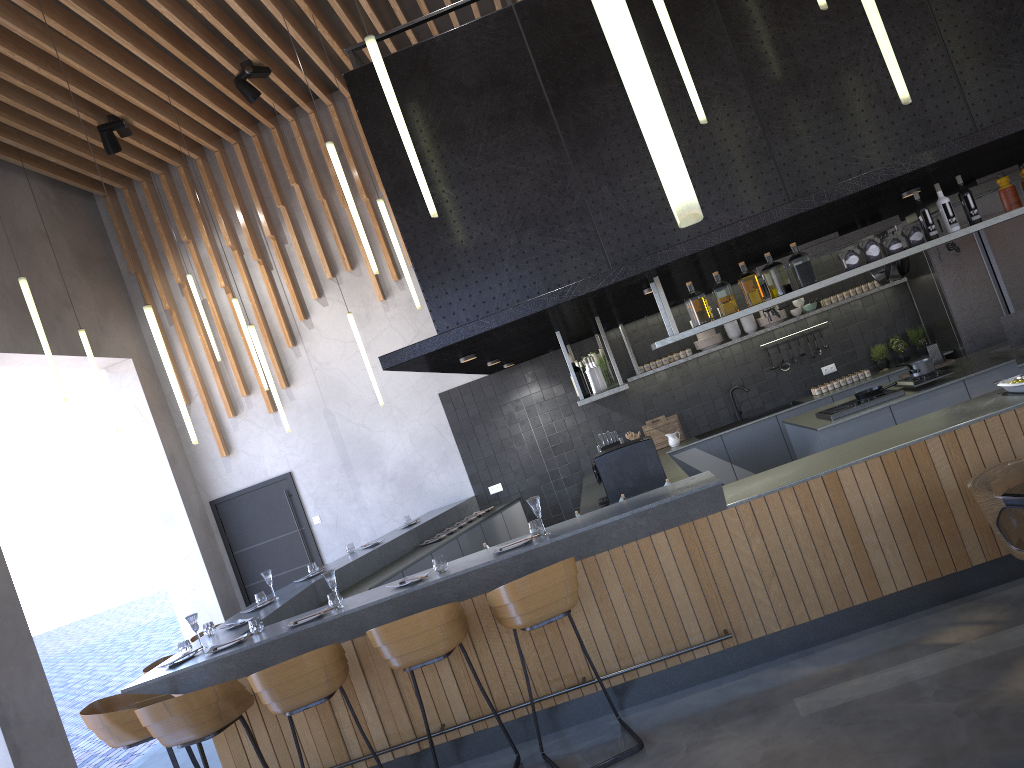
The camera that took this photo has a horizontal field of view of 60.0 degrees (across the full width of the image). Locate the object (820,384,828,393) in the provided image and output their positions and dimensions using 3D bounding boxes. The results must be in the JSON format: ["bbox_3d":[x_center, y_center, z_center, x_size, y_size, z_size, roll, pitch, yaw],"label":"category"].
[{"bbox_3d":[3.246,0.049,9.228,0.062,0.078,0.062,-20,-2,10],"label":"object"}]

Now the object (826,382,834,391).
[{"bbox_3d":[3.308,0.026,9.222,0.062,0.078,0.062,-20,-2,10],"label":"object"}]

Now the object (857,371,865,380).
[{"bbox_3d":[3.617,-0.088,9.193,0.062,0.078,0.062,-20,-2,10],"label":"object"}]

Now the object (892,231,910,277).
[{"bbox_3d":[3.079,-1.037,7.044,0.070,0.372,0.243,-20,-2,5],"label":"object"}]

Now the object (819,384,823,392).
[{"bbox_3d":[3.253,0.048,9.296,0.062,0.078,0.062,-20,-2,10],"label":"object"}]

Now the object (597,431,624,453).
[{"bbox_3d":[1.076,0.699,9.585,0.322,0.371,0.067,-20,-2,5],"label":"object"}]

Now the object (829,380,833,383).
[{"bbox_3d":[3.384,0.002,9.356,0.062,0.078,0.062,-20,-2,10],"label":"object"}]

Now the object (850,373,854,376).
[{"bbox_3d":[3.562,-0.066,9.267,0.062,0.078,0.062,-20,-2,10],"label":"object"}]

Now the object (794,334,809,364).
[{"bbox_3d":[3.077,-0.377,9.451,0.068,0.337,0.024,-20,-2,5],"label":"object"}]

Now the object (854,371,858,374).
[{"bbox_3d":[3.630,-0.089,9.333,0.062,0.078,0.062,-20,-2,10],"label":"object"}]

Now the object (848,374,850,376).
[{"bbox_3d":[3.569,-0.066,9.338,0.062,0.078,0.062,-20,-2,10],"label":"object"}]

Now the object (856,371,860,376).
[{"bbox_3d":[3.624,-0.089,9.261,0.062,0.078,0.062,-20,-2,10],"label":"object"}]

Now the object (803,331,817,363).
[{"bbox_3d":[3.174,-0.399,9.442,0.033,0.363,0.024,-20,-2,5],"label":"object"}]

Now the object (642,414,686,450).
[{"bbox_3d":[1.640,0.515,9.605,0.400,0.330,0.098,-20,-2,5],"label":"object"}]

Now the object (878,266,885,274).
[{"bbox_3d":[3.085,-1.069,7.481,0.103,0.280,0.103,-20,-2,-9],"label":"object"}]

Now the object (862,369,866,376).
[{"bbox_3d":[3.685,-0.111,9.255,0.062,0.078,0.062,-20,-2,10],"label":"object"}]

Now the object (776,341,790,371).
[{"bbox_3d":[2.871,-0.302,9.467,0.104,0.336,0.031,-20,-2,4],"label":"object"}]

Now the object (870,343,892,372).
[{"bbox_3d":[3.873,-0.286,9.297,0.211,0.283,0.221,-21,-2,18],"label":"object"}]

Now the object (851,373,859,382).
[{"bbox_3d":[3.556,-0.065,9.199,0.062,0.078,0.062,-20,-2,10],"label":"object"}]

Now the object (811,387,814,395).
[{"bbox_3d":[3.195,0.072,9.374,0.062,0.078,0.062,-20,-2,10],"label":"object"}]

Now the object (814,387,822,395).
[{"bbox_3d":[3.182,0.072,9.234,0.062,0.078,0.062,-20,-2,10],"label":"object"}]

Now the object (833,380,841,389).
[{"bbox_3d":[3.371,0.003,9.217,0.062,0.078,0.062,-20,-2,10],"label":"object"}]

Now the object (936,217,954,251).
[{"bbox_3d":[3.509,-1.218,7.202,0.038,0.306,0.062,-20,-2,5],"label":"object"}]

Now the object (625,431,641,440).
[{"bbox_3d":[1.338,0.638,9.546,0.158,0.303,0.175,-20,-2,8],"label":"object"}]

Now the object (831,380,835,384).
[{"bbox_3d":[3.377,0.003,9.284,0.062,0.078,0.062,-20,-2,10],"label":"object"}]

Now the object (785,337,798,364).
[{"bbox_3d":[2.973,-0.355,9.454,0.062,0.306,0.038,-20,-2,5],"label":"object"}]

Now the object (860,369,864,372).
[{"bbox_3d":[3.692,-0.112,9.327,0.062,0.078,0.062,-20,-2,10],"label":"object"}]

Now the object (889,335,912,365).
[{"bbox_3d":[4.052,-0.367,9.273,0.172,0.311,0.179,-21,-2,16],"label":"object"}]

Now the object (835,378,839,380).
[{"bbox_3d":[3.446,-0.021,9.350,0.062,0.078,0.062,-20,-2,10],"label":"object"}]

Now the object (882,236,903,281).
[{"bbox_3d":[3.114,-1.032,7.288,0.166,0.387,0.200,-20,-2,10],"label":"object"}]

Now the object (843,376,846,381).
[{"bbox_3d":[3.501,-0.043,9.273,0.062,0.078,0.062,-20,-2,10],"label":"object"}]

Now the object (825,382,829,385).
[{"bbox_3d":[3.315,0.026,9.290,0.062,0.078,0.062,-20,-2,10],"label":"object"}]

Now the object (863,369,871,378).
[{"bbox_3d":[3.679,-0.111,9.187,0.062,0.078,0.062,-20,-2,10],"label":"object"}]

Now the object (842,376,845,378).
[{"bbox_3d":[3.508,-0.044,9.344,0.062,0.078,0.062,-20,-2,10],"label":"object"}]

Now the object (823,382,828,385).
[{"bbox_3d":[3.321,0.025,9.362,0.062,0.078,0.062,-20,-2,10],"label":"object"}]

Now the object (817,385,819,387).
[{"bbox_3d":[3.259,0.048,9.368,0.062,0.078,0.062,-20,-2,10],"label":"object"}]

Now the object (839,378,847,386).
[{"bbox_3d":[3.433,-0.020,9.211,0.062,0.078,0.062,-20,-2,10],"label":"object"}]

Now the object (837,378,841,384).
[{"bbox_3d":[3.439,-0.021,9.278,0.062,0.078,0.062,-20,-2,10],"label":"object"}]

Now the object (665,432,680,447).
[{"bbox_3d":[1.701,0.581,9.332,0.127,0.144,0.115,-22,-2,44],"label":"object"}]

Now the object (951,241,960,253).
[{"bbox_3d":[3.500,-1.203,7.087,0.031,0.336,0.104,-20,-2,4],"label":"object"}]

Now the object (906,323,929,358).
[{"bbox_3d":[4.241,-0.468,9.241,0.196,0.367,0.186,-19,-2,-40],"label":"object"}]

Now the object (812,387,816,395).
[{"bbox_3d":[3.189,0.072,9.302,0.062,0.078,0.062,-20,-2,10],"label":"object"}]

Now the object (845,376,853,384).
[{"bbox_3d":[3.495,-0.043,9.205,0.062,0.078,0.062,-20,-2,10],"label":"object"}]

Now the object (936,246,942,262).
[{"bbox_3d":[3.531,-1.190,7.405,0.024,0.363,0.033,-20,-2,5],"label":"object"}]

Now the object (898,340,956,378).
[{"bbox_3d":[3.586,-0.226,7.755,0.400,0.232,0.290,-20,-2,5],"label":"object"}]
